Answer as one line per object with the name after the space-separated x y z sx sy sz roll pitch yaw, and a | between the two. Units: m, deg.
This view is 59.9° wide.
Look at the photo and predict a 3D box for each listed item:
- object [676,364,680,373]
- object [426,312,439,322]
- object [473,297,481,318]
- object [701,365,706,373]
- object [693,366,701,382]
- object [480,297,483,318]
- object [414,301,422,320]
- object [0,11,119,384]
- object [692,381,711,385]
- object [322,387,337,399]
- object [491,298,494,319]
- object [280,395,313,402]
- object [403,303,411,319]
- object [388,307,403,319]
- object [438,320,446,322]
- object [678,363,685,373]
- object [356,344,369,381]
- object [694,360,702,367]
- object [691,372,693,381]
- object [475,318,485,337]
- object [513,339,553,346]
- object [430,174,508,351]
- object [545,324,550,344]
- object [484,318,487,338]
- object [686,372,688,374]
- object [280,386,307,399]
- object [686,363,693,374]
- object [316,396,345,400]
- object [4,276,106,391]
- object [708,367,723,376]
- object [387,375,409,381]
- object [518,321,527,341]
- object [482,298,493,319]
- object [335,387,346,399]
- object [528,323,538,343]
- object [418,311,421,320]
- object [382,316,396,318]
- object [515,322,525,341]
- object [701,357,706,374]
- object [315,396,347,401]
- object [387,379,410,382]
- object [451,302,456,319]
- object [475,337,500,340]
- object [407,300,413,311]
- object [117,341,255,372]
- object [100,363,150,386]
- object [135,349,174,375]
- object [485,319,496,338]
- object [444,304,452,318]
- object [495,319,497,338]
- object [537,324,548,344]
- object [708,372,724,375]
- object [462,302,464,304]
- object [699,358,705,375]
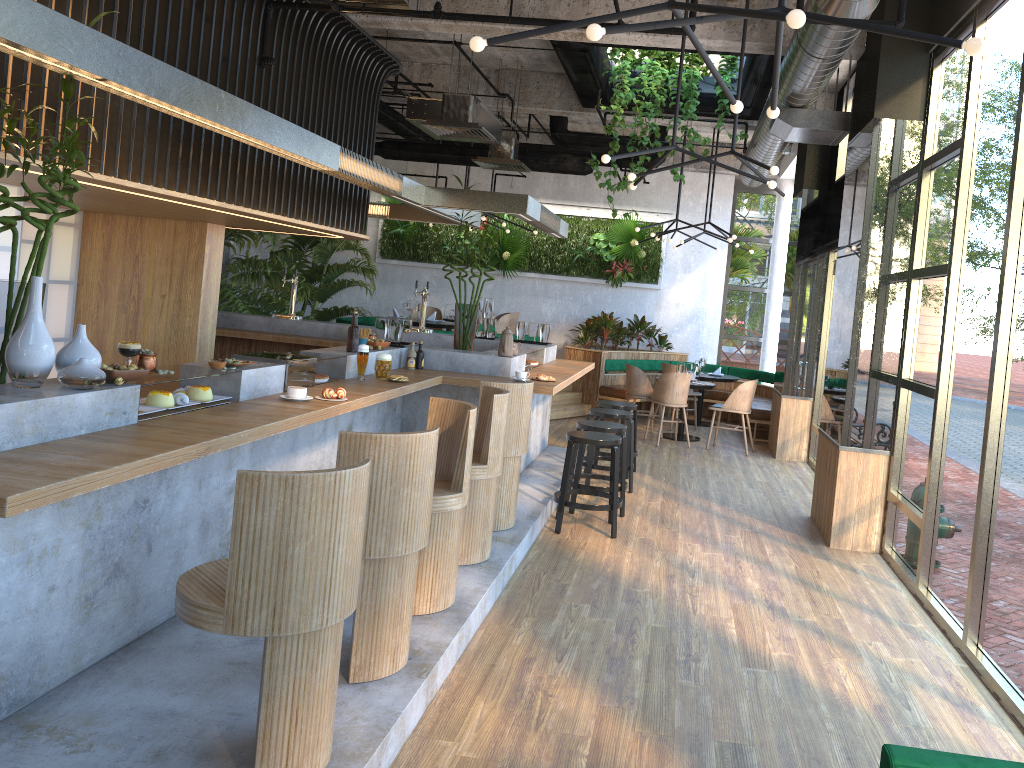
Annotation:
2.213 -0.149 11.718 0.104 0.208 0.107 6 2 8 | object
-1.061 -0.875 11.490 0.224 0.138 0.242 8 5 31 | object
-0.365 -0.788 9.101 0.107 0.208 0.104 5 2 -7 | object
2.916 -0.277 13.609 0.101 0.208 0.110 7 3 43 | object
2.439 -0.128 11.730 0.110 0.208 0.101 4 2 -42 | object
-0.349 -0.798 9.213 0.107 0.208 0.104 5 2 -7 | object
-1.228 -0.962 11.609 0.095 0.244 0.090 5 2 -20 | object
-1.775 -0.631 3.268 0.611 1.544 0.645 4 2 -43 | object
2.451 -0.014 11.552 0.164 0.019 0.245 1 7 -36 | object
-0.967 0.046 4.685 0.072 0.059 0.127 4 5 -21 | object
-0.236 -0.784 9.190 0.107 0.208 0.104 5 2 -7 | object
-1.095 0.074 4.509 0.159 0.020 0.162 6 6 5 | object
-2.250 -0.954 9.336 0.102 0.499 4.300 6 5 26 | object
-1.496 -0.922 11.539 0.232 0.138 0.234 6 5 2 | object
-1.006 -0.841 11.746 0.252 0.019 0.160 6 6 7 | object
2.211 -0.155 11.599 0.092 0.244 0.093 5 1 2 | object
-0.953 -0.136 5.645 0.071 0.231 0.078 7 2 41 | object
2.730 -0.237 13.048 0.101 0.208 0.110 7 3 43 | object
2.386 -0.112 11.915 0.224 0.138 0.243 8 6 34 | object
-0.324 -0.574 9.099 0.107 0.208 0.104 5 2 -7 | object
0.191 -0.426 9.096 0.433 0.018 0.277 6 6 7 | object
-0.363 -0.911 7.288 0.662 1.544 0.597 6 2 13 | object
0.337 -0.514 9.158 0.102 0.208 0.109 6 2 23 | object
-0.311 -0.584 9.209 0.107 0.208 0.104 5 2 -7 | object
2.578 -0.167 13.149 0.252 0.019 0.160 6 6 7 | object
-1.113 0.044 4.513 0.135 0.063 0.110 4 5 -13 | object
2.316 -0.147 11.614 0.096 0.244 0.090 5 2 -24 | object
-0.953 0.074 4.692 0.126 0.005 0.117 0 8 -42 | object
-1.657 -0.188 3.240 0.329 0.396 0.307 4 3 -33 | object
3.060 -0.193 13.321 0.236 0.138 0.231 5 5 -8 | object
-0.745 -0.037 5.799 0.093 0.041 0.148 10 7 42 | object
0.095 -0.541 9.186 0.105 0.208 0.106 5 2 3 | object
-0.249 -0.776 9.099 0.107 0.208 0.104 5 2 -7 | object
-0.913 0.050 4.695 0.060 0.059 0.074 5 4 -1 | object
0.210 -0.523 9.121 0.102 0.208 0.109 6 2 23 | object
-1.205 -0.959 11.778 0.101 0.208 0.110 7 3 43 | object
-1.543 -0.849 11.318 0.252 0.019 0.160 6 6 7 | object
0.080 -0.530 9.070 0.105 0.208 0.106 5 2 3 | object
2.893 -0.280 13.440 0.094 0.244 0.091 5 1 -9 | object
-0.955 0.076 4.688 0.163 0.005 0.172 8 6 20 | object
-0.744 -0.022 5.801 0.154 0.013 0.146 3 6 -20 | object
-0.877 -1.108 13.338 0.094 0.244 0.091 5 1 -9 | object
-0.347 -0.484 9.152 0.433 0.018 0.277 6 6 7 | object
-1.311 -0.944 11.353 0.089 0.244 0.096 6 2 36 | object
-1.461 -0.128 4.100 0.207 0.134 0.822 7 6 16 | object
-1.560 -0.042 3.476 0.188 0.072 0.234 8 6 28 | object
-1.547 -0.096 3.850 0.160 0.106 0.087 2 4 -36 | object
-0.214 -0.561 9.076 0.105 0.208 0.106 5 2 3 | object
-2.117 -1.047 10.356 0.103 0.499 6.272 6 6 22 | object
-0.205 -0.571 9.188 0.105 0.208 0.106 5 2 3 | object
0.305 -0.506 9.051 0.102 0.208 0.109 6 2 23 | object
3.115 -0.159 13.577 0.252 0.019 0.160 6 6 7 | object
-0.820 -1.215 14.427 0.094 0.244 0.091 5 1 -9 | object
2.810 -0.262 13.184 0.094 0.244 0.091 5 1 -9 | object
